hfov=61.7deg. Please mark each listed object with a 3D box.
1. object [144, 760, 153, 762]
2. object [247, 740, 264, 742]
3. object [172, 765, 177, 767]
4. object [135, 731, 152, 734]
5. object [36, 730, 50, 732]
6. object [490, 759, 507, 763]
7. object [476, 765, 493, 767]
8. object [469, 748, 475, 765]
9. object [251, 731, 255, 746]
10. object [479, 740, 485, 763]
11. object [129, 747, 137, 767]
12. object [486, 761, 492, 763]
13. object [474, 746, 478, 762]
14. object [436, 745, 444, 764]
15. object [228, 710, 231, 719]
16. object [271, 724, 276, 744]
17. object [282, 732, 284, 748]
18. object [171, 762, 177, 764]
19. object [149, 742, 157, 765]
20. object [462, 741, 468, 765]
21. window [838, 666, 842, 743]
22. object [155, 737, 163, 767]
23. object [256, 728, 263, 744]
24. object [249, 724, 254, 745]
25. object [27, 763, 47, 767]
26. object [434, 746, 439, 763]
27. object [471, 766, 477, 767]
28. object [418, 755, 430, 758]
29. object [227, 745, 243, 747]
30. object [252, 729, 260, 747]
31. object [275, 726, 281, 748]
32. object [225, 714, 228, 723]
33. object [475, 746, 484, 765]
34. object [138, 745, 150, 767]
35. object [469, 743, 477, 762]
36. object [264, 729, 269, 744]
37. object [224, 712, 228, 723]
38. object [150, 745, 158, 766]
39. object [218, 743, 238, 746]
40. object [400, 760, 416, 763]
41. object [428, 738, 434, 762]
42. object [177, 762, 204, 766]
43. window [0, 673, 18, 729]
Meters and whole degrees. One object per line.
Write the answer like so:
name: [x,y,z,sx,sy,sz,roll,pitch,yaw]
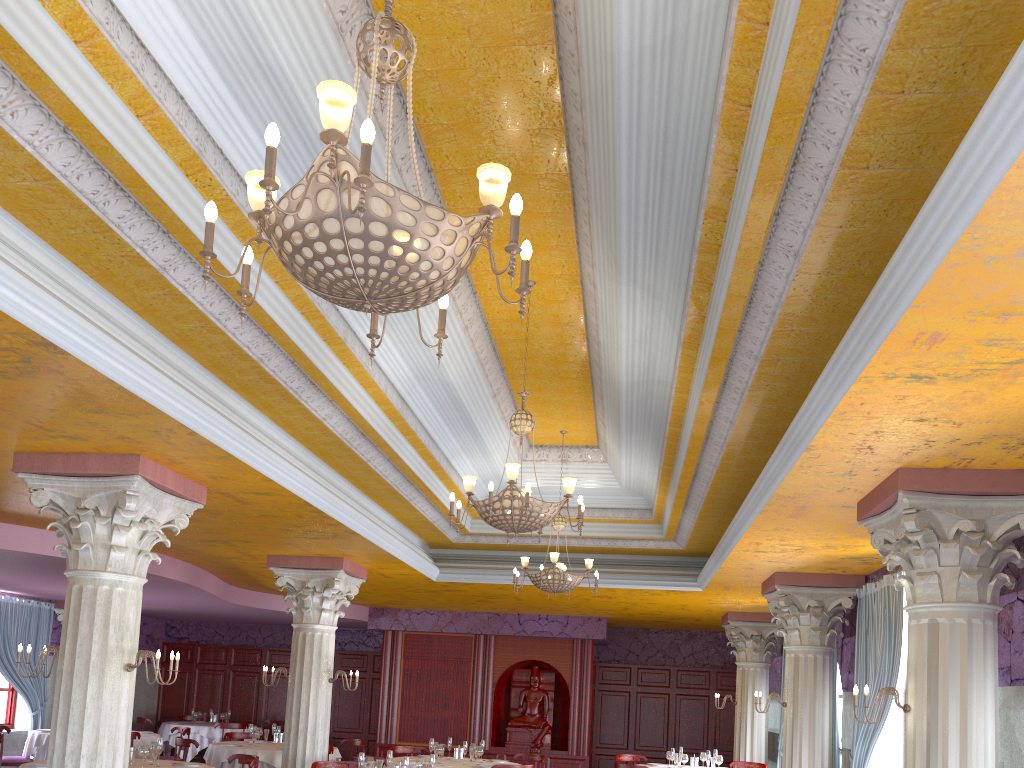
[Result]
object: [-4.308,4.489,10.192,0.159,0.009,0.167,7,-20,-11]
object: [-4.262,5.973,14.315,0.312,0.023,0.331,0,-20,8]
object: [-3.874,4.377,9.820,0.030,0.010,0.143,15,-23,-31]
object: [-6.442,6.100,14.989,0.312,0.023,0.331,0,-20,8]
object: [-7.650,5.699,14.058,0.315,0.023,0.329,-7,-22,26]
object: [-0.202,5.662,12.854,0.314,0.023,0.329,7,-20,-11]
object: [-0.336,5.268,11.784,0.312,0.023,0.331,0,-20,8]
object: [-0.569,5.272,12.123,0.086,0.229,0.088,-2,-9,33]
object: [-4.061,5.580,13.491,0.086,0.229,0.088,5,-7,-12]
object: [-0.438,5.380,12.535,0.074,0.324,0.075,-3,-9,44]
object: [-4.104,4.041,9.236,0.086,0.229,0.088,-2,-9,33]
object: [-0.339,5.608,12.707,0.030,0.010,0.143,15,-23,-31]
object: [-0.526,5.457,12.628,0.085,0.229,0.089,2,-7,11]
object: [-1.018,5.215,12.067,0.122,0.255,0.127,3,-8,-1]
object: [-6.318,7.448,19.130,0.074,0.324,0.076,3,-6,-1]
object: [-3.918,5.753,14.084,0.074,0.324,0.075,-3,-9,44]
object: [-3.554,5.591,13.445,0.086,0.229,0.088,-2,-9,33]
object: [-3.892,4.477,10.112,0.262,0.019,0.056,16,-22,-32]
object: [-4.117,4.247,9.845,0.122,0.255,0.127,0,-9,22]
object: [-0.663,5.190,12.043,0.074,0.324,0.075,-3,-9,44]
window: [5.080,4.875,12.949,0.160,2.440,3.760,2,-15,8]
object: [-3.973,4.148,9.649,0.074,0.324,0.075,-3,-9,44]
object: [-4.119,5.726,13.941,0.122,0.255,0.127,0,-9,22]
object: [-4.143,5.563,13.592,0.074,0.324,0.075,-3,-9,44]
object: [-4.945,4.029,9.037,0.312,0.023,0.331,0,-20,8]
object: [-1.076,5.262,12.168,0.086,0.229,0.088,5,-7,-12]
object: [-0.495,5.231,11.690,0.028,0.013,0.239,15,-23,-33]
object: [-1.276,5.655,12.993,0.323,0.023,0.321,20,-26,-39]
object: [-4.241,5.538,13.100,0.262,0.019,0.056,16,-22,-32]
object: [-4.003,5.533,13.390,0.122,0.255,0.127,0,-9,22]
object: [-3.649,5.508,13.365,0.074,0.324,0.075,-3,-9,44]
object: [-6.406,7.526,19.222,0.086,0.229,0.088,5,-7,-12]
object: [-0.466,5.285,12.180,0.122,0.255,0.127,3,-8,-1]
object: [-4.001,4.054,9.294,0.122,0.255,0.127,0,-9,22]
object: [-0.582,5.478,12.731,0.122,0.255,0.127,3,-8,-1]
object: [-4.018,5.765,13.996,0.086,0.229,0.088,5,-7,-12]
object: [-6.462,7.547,19.326,0.123,0.255,0.125,-5,-12,44]
object: [-4.060,4.226,9.742,0.086,0.229,0.088,5,-7,-12]
object: [-4.396,5.579,13.245,0.312,0.023,0.331,0,-20,8]
object: [-1.410,5.261,11.923,0.312,0.023,0.331,0,-20,8]
object: [-1.158,5.245,12.270,0.074,0.324,0.075,-3,-9,44]
object: [-3.737,4.430,9.968,0.312,0.023,0.331,0,-20,8]
window: [-9.898,4.804,14.966,0.160,2.440,3.760,2,-15,8]
